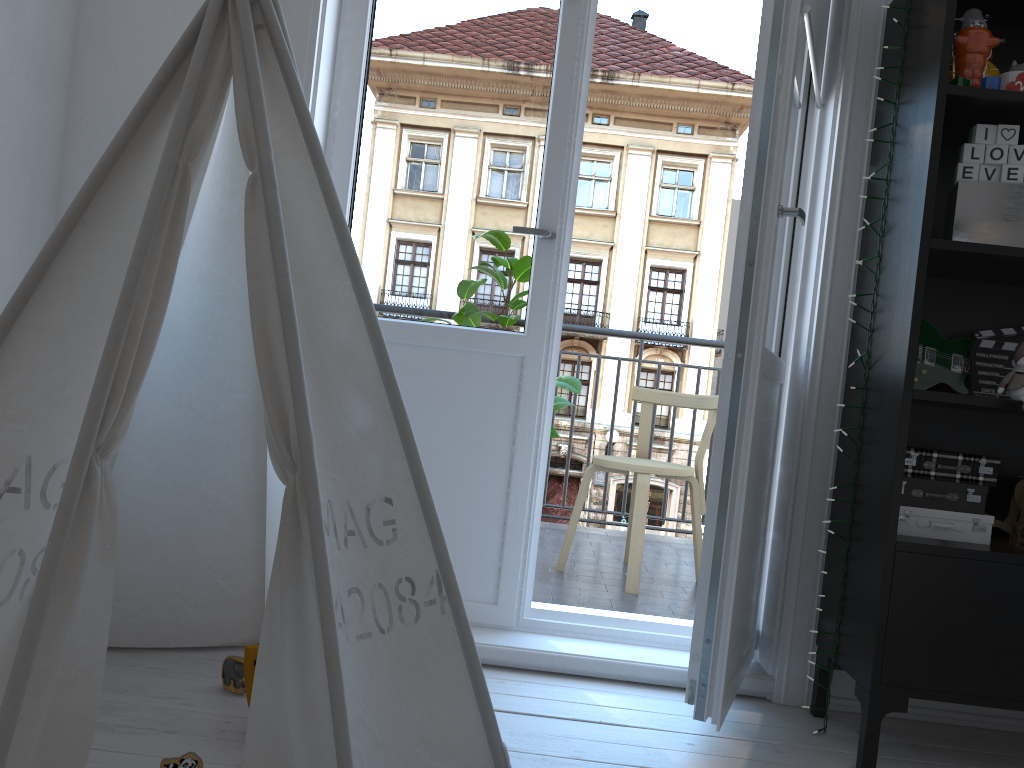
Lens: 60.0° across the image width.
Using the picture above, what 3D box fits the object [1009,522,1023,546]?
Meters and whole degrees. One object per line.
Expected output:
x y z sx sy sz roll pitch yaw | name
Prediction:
1.106 0.326 1.901 0.050 0.050 0.050 6 0 2 | object

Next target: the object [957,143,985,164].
0.953 -0.474 1.842 0.040 0.040 0.040 6 0 12 | object

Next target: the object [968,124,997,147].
0.974 -0.512 1.837 0.040 0.040 0.040 6 0 7 | object

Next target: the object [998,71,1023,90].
1.043 -0.607 1.845 0.067 0.067 0.067 6 0 3 | object

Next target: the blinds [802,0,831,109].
0.699 -0.901 1.979 0.032 0.390 0.565 6 0 22 | blinds

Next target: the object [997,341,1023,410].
1.040 -0.014 1.748 0.110 0.186 0.129 6 0 -11 | object

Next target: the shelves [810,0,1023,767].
1.242 -0.009 1.911 0.911 1.677 0.353 6 0 2 | shelves

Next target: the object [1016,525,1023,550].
1.089 0.324 1.847 0.050 0.050 0.050 6 0 2 | object

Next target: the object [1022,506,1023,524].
1.113 0.276 1.866 0.050 0.050 0.050 6 0 2 | object

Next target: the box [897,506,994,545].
0.903 0.297 1.941 0.215 0.062 0.179 6 0 2 | box

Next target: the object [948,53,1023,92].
0.999 -0.676 1.917 0.197 0.197 0.318 6 0 -2 | object

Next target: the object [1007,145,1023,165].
1.040 -0.464 1.816 0.040 0.040 0.040 6 0 32 | object

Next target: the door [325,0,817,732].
0.094 -0.275 2.054 1.263 1.838 0.637 6 0 3 | door

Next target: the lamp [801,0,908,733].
1.218 -0.015 1.975 0.985 1.684 0.095 6 0 -1 | lamp

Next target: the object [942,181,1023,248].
1.008 -0.339 1.860 0.170 0.138 0.124 6 0 17 | object

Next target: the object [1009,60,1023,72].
1.128 -0.644 1.989 0.063 0.160 0.063 6 0 -20 | object

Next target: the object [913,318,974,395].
1.099 -0.022 2.039 0.542 0.239 0.093 6 0 2 | object

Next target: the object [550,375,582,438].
-0.072 0.047 3.361 0.720 1.225 0.489 6 0 12 | object

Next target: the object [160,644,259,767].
-0.355 0.515 1.448 0.385 0.284 0.856 6 0 -7 | object

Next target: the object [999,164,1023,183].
1.023 -0.426 1.820 0.040 0.040 0.040 6 0 17 | object

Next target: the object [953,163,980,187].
0.944 -0.434 1.844 0.040 0.040 0.040 6 0 17 | object

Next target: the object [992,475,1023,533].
1.245 0.275 1.976 0.337 0.186 0.111 6 0 17 | object

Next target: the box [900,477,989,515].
0.891 0.234 1.941 0.215 0.062 0.179 6 0 2 | box

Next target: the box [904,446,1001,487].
0.916 0.175 1.942 0.215 0.062 0.179 6 0 2 | box

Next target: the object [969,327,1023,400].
1.142 -0.049 2.011 0.201 0.199 0.048 6 0 2 | object

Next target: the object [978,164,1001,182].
0.983 -0.430 1.840 0.040 0.040 0.040 6 0 7 | object

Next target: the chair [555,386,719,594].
0.495 0.368 3.319 0.498 0.715 0.436 6 0 -43 | chair

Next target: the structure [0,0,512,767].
-0.511 -0.231 1.539 1.143 1.749 1.143 6 0 -23 | structure

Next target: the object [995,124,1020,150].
1.014 -0.508 1.825 0.040 0.040 0.040 6 0 12 | object

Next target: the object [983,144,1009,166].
0.997 -0.469 1.829 0.040 0.040 0.040 6 0 22 | object

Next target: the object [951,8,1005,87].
0.964 -0.684 1.847 0.105 0.203 0.072 6 0 9 | object
